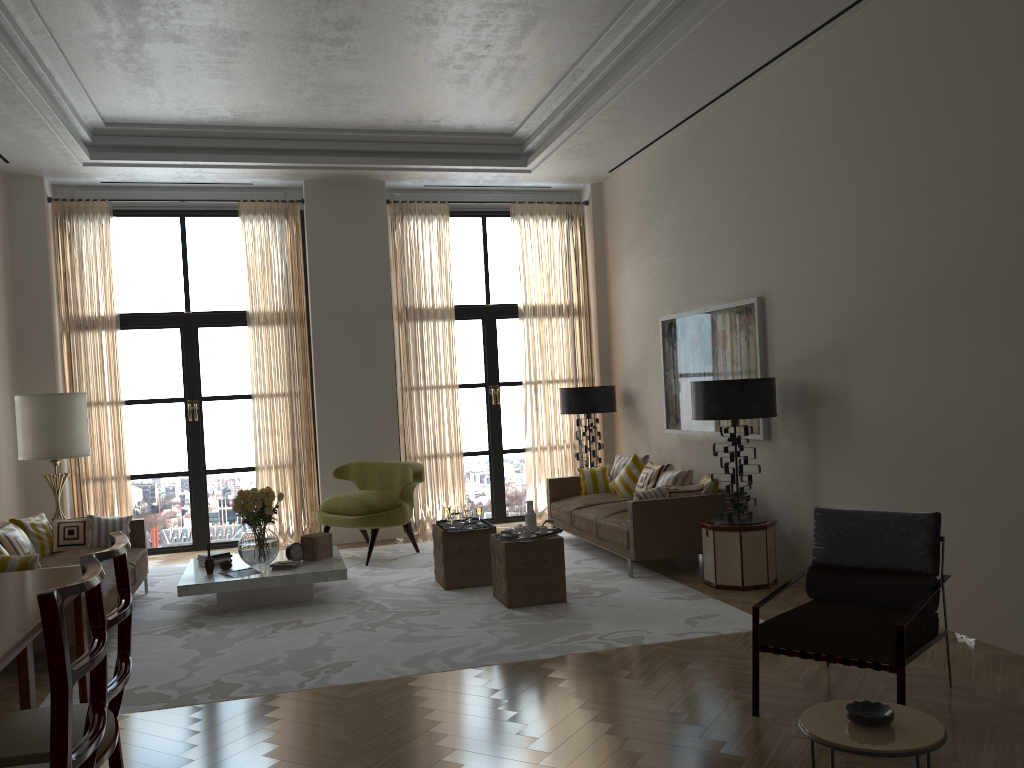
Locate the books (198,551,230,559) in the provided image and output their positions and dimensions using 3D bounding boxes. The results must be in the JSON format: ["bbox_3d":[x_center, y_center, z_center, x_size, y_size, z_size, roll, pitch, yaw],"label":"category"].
[{"bbox_3d":[-3.145,1.803,9.355,0.207,0.030,0.259,-3,-1,42],"label":"books"}]

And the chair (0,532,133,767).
[{"bbox_3d":[-1.926,1.399,3.461,0.877,1.506,0.656,-3,1,-15],"label":"chair"}]

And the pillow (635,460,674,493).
[{"bbox_3d":[1.745,1.242,10.939,0.403,0.547,0.617,-3,0,-12],"label":"pillow"}]

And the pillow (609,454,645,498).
[{"bbox_3d":[1.572,1.215,11.481,0.767,0.617,0.355,-3,1,29],"label":"pillow"}]

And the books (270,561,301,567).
[{"bbox_3d":[-2.299,1.828,9.001,0.255,0.026,0.202,-3,0,10],"label":"books"}]

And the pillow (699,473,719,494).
[{"bbox_3d":[2.121,1.244,9.746,0.296,0.476,0.515,-3,0,6],"label":"pillow"}]

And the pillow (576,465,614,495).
[{"bbox_3d":[1.127,1.319,11.929,0.482,0.433,0.318,-3,1,-5],"label":"pillow"}]

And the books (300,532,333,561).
[{"bbox_3d":[-2.074,1.725,9.413,0.210,0.265,0.281,-2,1,35],"label":"books"}]

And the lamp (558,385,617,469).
[{"bbox_3d":[1.138,1.048,12.864,0.829,2.019,0.829,-3,1,-11],"label":"lamp"}]

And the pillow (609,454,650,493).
[{"bbox_3d":[1.545,1.236,11.885,0.355,0.576,0.624,-3,1,-36],"label":"pillow"}]

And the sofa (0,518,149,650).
[{"bbox_3d":[-4.294,1.899,8.246,1.351,0.820,2.979,-3,0,-15],"label":"sofa"}]

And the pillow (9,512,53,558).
[{"bbox_3d":[-4.950,1.599,9.226,0.296,0.476,0.515,-3,0,6],"label":"pillow"}]

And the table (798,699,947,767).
[{"bbox_3d":[1.530,1.707,3.757,0.584,0.547,0.583,-3,0,24],"label":"table"}]

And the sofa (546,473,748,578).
[{"bbox_3d":[1.499,1.623,10.741,1.351,0.820,2.979,-3,0,-15],"label":"sofa"}]

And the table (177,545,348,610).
[{"bbox_3d":[-2.580,2.051,9.287,1.583,0.343,1.500,-3,0,-15],"label":"table"}]

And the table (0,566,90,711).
[{"bbox_3d":[-3.068,1.706,3.807,1.799,1.027,3.801,-3,0,-15],"label":"table"}]

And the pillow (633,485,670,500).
[{"bbox_3d":[1.461,1.304,9.515,0.497,0.428,0.327,-3,1,-27],"label":"pillow"}]

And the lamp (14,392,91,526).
[{"bbox_3d":[-5.410,1.245,10.533,0.768,2.256,0.767,-2,1,38],"label":"lamp"}]

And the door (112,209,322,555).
[{"bbox_3d":[-4.438,-0.041,12.347,3.257,4.770,0.239,-3,1,-15],"label":"door"}]

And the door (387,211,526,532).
[{"bbox_3d":[-0.296,-0.243,13.459,3.084,4.770,0.239,-3,1,-15],"label":"door"}]

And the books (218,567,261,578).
[{"bbox_3d":[-2.707,1.866,8.813,0.281,0.038,0.384,-3,-1,-42],"label":"books"}]

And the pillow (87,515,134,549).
[{"bbox_3d":[-4.287,1.595,9.459,0.497,0.428,0.327,-3,1,-27],"label":"pillow"}]

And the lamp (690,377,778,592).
[{"bbox_3d":[2.230,0.963,8.777,0.829,2.019,0.829,-3,1,-14],"label":"lamp"}]

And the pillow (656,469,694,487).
[{"bbox_3d":[1.905,1.295,10.589,0.371,0.566,0.659,-3,0,-20],"label":"pillow"}]

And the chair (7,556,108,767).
[{"bbox_3d":[-1.746,1.385,2.839,0.877,1.506,0.656,-3,1,-15],"label":"chair"}]

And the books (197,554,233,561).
[{"bbox_3d":[-3.140,1.830,9.365,0.230,0.025,0.280,-3,-1,40],"label":"books"}]

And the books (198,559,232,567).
[{"bbox_3d":[-3.136,1.885,9.365,0.207,0.035,0.280,-3,0,42],"label":"books"}]

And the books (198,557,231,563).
[{"bbox_3d":[-3.137,1.855,9.353,0.207,0.025,0.262,-3,0,38],"label":"books"}]

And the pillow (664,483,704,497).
[{"bbox_3d":[1.824,1.290,9.575,0.464,0.412,0.304,-3,1,-17],"label":"pillow"}]

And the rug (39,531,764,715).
[{"bbox_3d":[-1.251,2.120,9.222,5.515,0.065,5.732,-3,0,-15],"label":"rug"}]

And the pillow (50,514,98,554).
[{"bbox_3d":[-4.649,1.616,9.399,0.464,0.412,0.304,-3,1,-17],"label":"pillow"}]

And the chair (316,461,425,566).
[{"bbox_3d":[-1.887,1.629,11.315,1.791,1.214,1.028,-3,0,42],"label":"chair"}]

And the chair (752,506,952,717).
[{"bbox_3d":[2.110,1.390,5.455,0.877,1.136,1.133,-2,1,40],"label":"chair"}]

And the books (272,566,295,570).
[{"bbox_3d":[-2.308,1.853,8.999,0.197,0.025,0.256,-3,0,2],"label":"books"}]
